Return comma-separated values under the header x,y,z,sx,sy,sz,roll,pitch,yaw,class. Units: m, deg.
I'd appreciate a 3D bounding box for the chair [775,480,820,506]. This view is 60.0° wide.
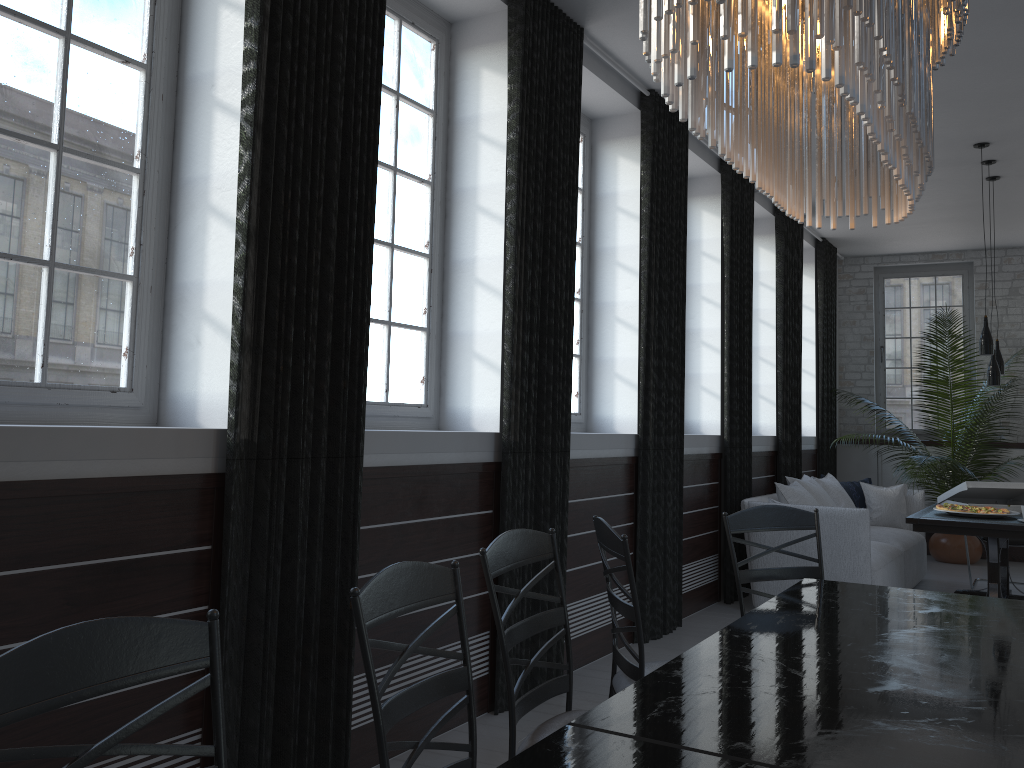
x,y,z,sx,sy,sz,roll,pitch,yaw,class
2.201,0.958,6.674,0.360,0.438,0.528,-1,-5,33,chair

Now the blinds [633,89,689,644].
x,y,z,sx,sy,sz,roll,pitch,yaw,class
0.939,-0.121,5.521,0.102,3.325,0.621,-2,-6,31,blinds

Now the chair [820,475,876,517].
x,y,z,sx,sy,sz,roll,pitch,yaw,class
2.960,1.053,7.854,0.624,0.500,0.333,3,-5,-24,chair

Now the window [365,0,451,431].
x,y,z,sx,sy,sz,roll,pitch,yaw,class
-0.588,-0.800,3.812,0.133,1.997,1.030,-2,-5,32,window

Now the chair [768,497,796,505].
x,y,z,sx,sy,sz,roll,pitch,yaw,class
1.957,1.009,6.184,0.234,0.396,0.466,2,-4,-6,chair

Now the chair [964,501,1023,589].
x,y,z,sx,sy,sz,roll,pitch,yaw,class
4.145,1.309,7.352,0.670,0.780,0.663,-1,-5,31,chair

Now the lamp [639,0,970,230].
x,y,z,sx,sy,sz,roll,pitch,yaw,class
0.532,-1.172,1.579,0.440,1.631,1.269,-2,-5,31,lamp

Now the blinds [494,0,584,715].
x,y,z,sx,sy,sz,roll,pitch,yaw,class
0.141,-0.203,4.208,0.087,3.325,0.621,-2,-6,31,blinds

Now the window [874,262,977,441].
x,y,z,sx,sy,sz,roll,pitch,yaw,class
4.658,-0.365,10.020,1.033,1.997,0.132,-1,-5,26,window

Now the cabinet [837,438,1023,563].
x,y,z,sx,sy,sz,roll,pitch,yaw,class
5.505,0.145,5.674,7.227,3.010,7.280,0,-3,26,cabinet

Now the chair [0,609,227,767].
x,y,z,sx,sy,sz,roll,pitch,yaw,class
-0.389,0.815,1.092,0.503,0.967,0.495,-2,-5,34,chair

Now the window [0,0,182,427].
x,y,z,sx,sy,sz,roll,pitch,yaw,class
-1.389,-0.882,2.506,0.133,1.997,1.030,-2,-5,32,window

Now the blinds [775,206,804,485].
x,y,z,sx,sy,sz,roll,pitch,yaw,class
2.569,0.043,8.132,0.111,3.325,0.737,-2,-6,32,blinds

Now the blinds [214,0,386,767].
x,y,z,sx,sy,sz,roll,pitch,yaw,class
-0.654,-0.285,2.894,0.111,3.325,0.603,-2,-6,32,blinds

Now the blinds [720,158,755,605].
x,y,z,sx,sy,sz,roll,pitch,yaw,class
1.744,-0.040,6.796,0.099,3.325,0.622,-2,-6,32,blinds

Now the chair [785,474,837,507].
x,y,z,sx,sy,sz,roll,pitch,yaw,class
2.449,0.990,7.075,0.392,0.507,0.596,-1,-5,32,chair

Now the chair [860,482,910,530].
x,y,z,sx,sy,sz,roll,pitch,yaw,class
3.284,1.082,7.766,0.457,0.440,0.219,2,-5,-5,chair

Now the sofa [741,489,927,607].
x,y,z,sx,sy,sz,roll,pitch,yaw,class
2.592,1.254,6.951,0.920,0.773,2.650,-1,-4,32,sofa

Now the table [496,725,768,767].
x,y,z,sx,sy,sz,roll,pitch,yaw,class
-0.030,0.920,0.526,0.890,0.699,1.991,-1,-4,30,table

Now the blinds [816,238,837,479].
x,y,z,sx,sy,sz,roll,pitch,yaw,class
3.376,0.127,9.481,0.102,3.325,0.621,-2,-6,31,blinds

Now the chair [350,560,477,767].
x,y,z,sx,sy,sz,roll,pitch,yaw,class
-0.021,0.847,1.693,0.503,0.959,0.489,-1,-5,25,chair

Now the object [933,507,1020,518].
x,y,z,sx,sy,sz,roll,pitch,yaw,class
3.194,0.891,6.100,0.532,0.042,0.531,0,-3,23,object

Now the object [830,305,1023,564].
x,y,z,sx,sy,sz,roll,pitch,yaw,class
4.233,0.495,8.973,2.399,2.631,1.917,3,-4,-17,object

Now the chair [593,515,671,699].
x,y,z,sx,sy,sz,roll,pitch,yaw,class
0.516,0.922,2.870,0.503,0.967,0.495,2,-5,-7,chair

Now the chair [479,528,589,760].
x,y,z,sx,sy,sz,roll,pitch,yaw,class
0.218,0.889,2.335,0.503,0.967,0.495,-1,-5,30,chair

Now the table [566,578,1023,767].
x,y,z,sx,sy,sz,roll,pitch,yaw,class
0.978,1.027,2.246,0.890,0.699,1.991,-1,-4,30,table

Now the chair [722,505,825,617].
x,y,z,sx,sy,sz,roll,pitch,yaw,class
1.089,0.954,3.260,0.496,0.967,0.502,2,-5,-11,chair

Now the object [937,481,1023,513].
x,y,z,sx,sy,sz,roll,pitch,yaw,class
3.644,0.841,6.737,0.591,0.216,0.586,1,-3,5,object

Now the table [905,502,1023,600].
x,y,z,sx,sy,sz,roll,pitch,yaw,class
3.519,1.284,6.407,0.958,0.705,1.913,-1,-4,32,table

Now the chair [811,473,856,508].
x,y,z,sx,sy,sz,roll,pitch,yaw,class
2.711,0.994,7.483,0.374,0.466,0.564,-1,-5,33,chair

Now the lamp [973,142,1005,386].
x,y,z,sx,sy,sz,roll,pitch,yaw,class
3.568,-0.913,6.606,0.114,1.859,1.052,-2,-6,33,lamp

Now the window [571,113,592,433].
x,y,z,sx,sy,sz,roll,pitch,yaw,class
0.219,-0.718,5.121,0.133,1.997,1.030,-2,-5,32,window

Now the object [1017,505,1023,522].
x,y,z,sx,sy,sz,roll,pitch,yaw,class
3.382,0.847,5.742,0.176,0.097,0.300,0,-3,16,object
